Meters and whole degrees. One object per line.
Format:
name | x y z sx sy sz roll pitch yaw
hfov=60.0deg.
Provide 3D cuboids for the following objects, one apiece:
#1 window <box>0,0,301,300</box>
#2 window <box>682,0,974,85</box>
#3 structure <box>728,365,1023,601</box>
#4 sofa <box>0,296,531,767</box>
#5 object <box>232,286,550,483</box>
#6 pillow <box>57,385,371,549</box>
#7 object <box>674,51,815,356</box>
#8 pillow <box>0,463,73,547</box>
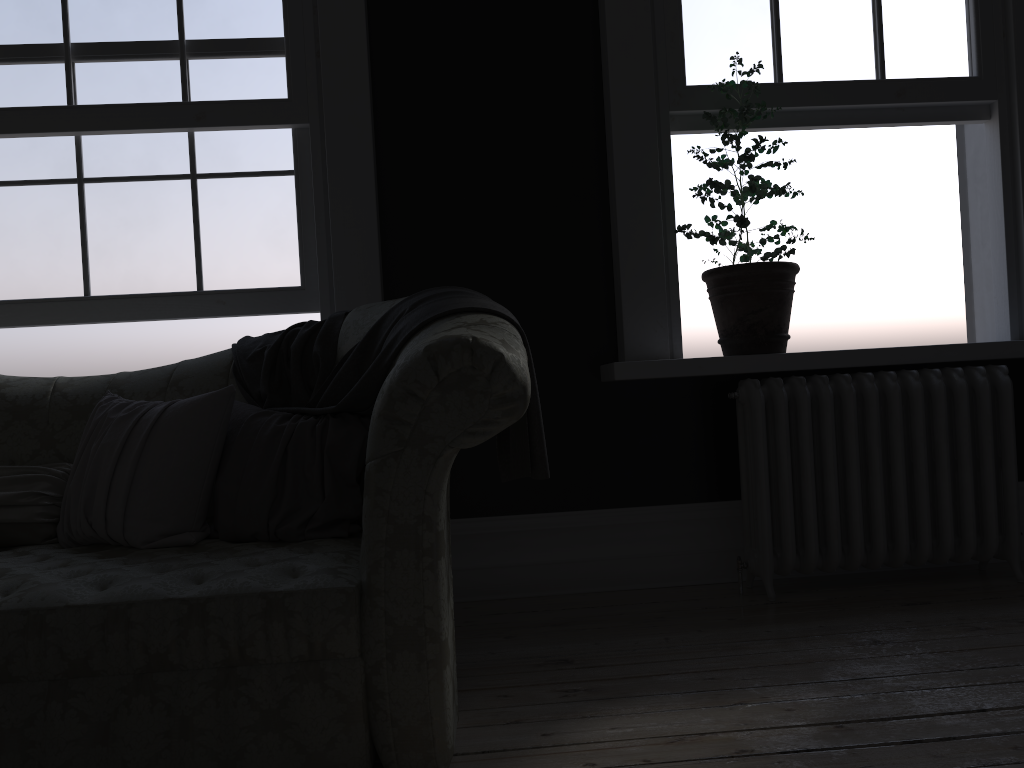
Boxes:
window | -1.474 -1.157 3.419 1.263 1.672 0.056 -3 0 -4
window | 1.269 -1.638 3.617 1.263 1.017 0.056 -3 0 -4
structure | 1.407 0.374 3.415 1.141 0.848 0.276 -3 0 -4
sofa | -1.373 0.363 2.555 2.813 1.161 1.606 -3 0 -3
object | -0.439 0.025 2.724 0.516 0.585 1.368 -3 -1 -45
pillow | -0.860 0.225 2.544 0.964 0.461 0.405 -3 0 3
object | 0.906 -0.677 3.443 0.474 1.134 0.505 -3 0 36
pillow | -1.853 0.301 2.450 1.105 0.416 0.529 -3 0 -4
